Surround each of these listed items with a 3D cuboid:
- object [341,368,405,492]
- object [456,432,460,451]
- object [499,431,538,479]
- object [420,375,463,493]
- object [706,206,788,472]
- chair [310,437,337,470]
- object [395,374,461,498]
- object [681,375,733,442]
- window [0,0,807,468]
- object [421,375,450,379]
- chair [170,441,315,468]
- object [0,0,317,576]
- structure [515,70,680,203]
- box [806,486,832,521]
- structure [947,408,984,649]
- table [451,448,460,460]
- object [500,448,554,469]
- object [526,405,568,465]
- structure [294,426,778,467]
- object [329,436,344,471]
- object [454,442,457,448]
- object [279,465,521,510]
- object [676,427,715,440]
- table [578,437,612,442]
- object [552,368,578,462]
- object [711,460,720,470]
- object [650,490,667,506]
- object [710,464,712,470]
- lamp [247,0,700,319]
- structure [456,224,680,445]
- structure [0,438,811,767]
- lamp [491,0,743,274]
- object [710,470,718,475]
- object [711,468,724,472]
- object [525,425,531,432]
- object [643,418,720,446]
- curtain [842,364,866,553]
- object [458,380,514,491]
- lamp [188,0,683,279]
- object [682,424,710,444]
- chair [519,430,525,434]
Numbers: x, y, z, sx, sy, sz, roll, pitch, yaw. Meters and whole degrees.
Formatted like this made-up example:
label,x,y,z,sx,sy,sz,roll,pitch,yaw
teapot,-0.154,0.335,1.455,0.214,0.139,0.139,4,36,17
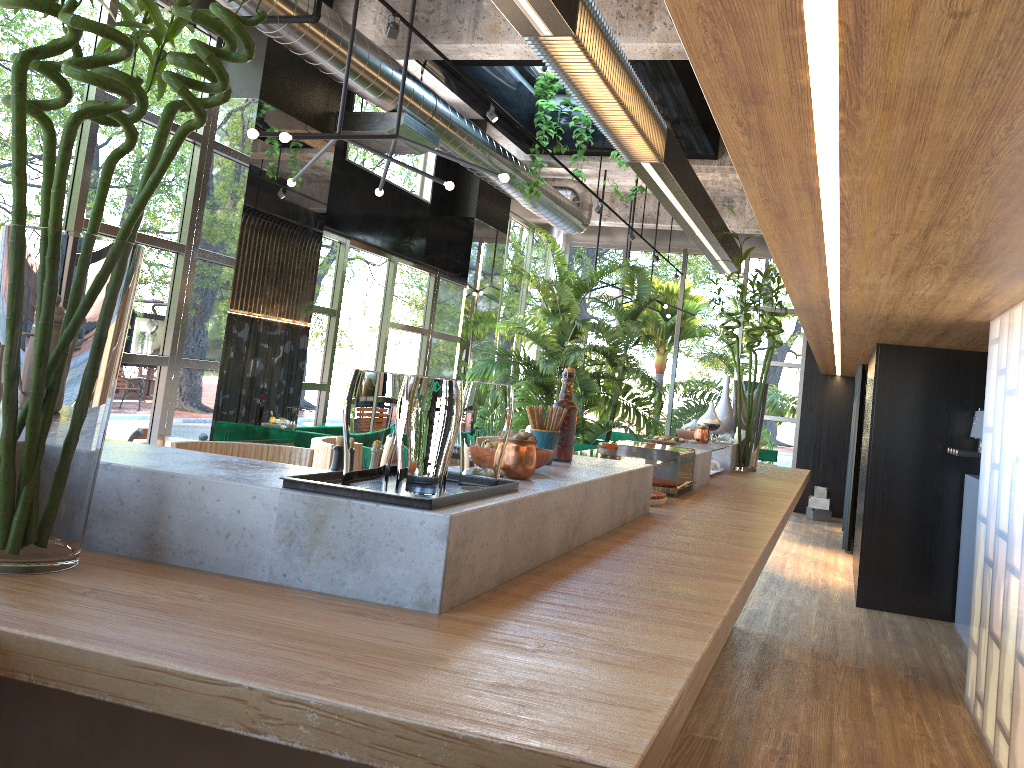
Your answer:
label,x,y,z,sx,sy,sz,roll,pitch,yaw
object,-0.243,0.082,1.537,0.109,0.210,0.101,8,-5,-27
object,-0.461,0.508,8.193,0.109,0.210,0.101,9,-5,-37
object,-0.017,0.155,1.999,0.159,0.107,0.087,7,-3,-26
object,-0.149,0.092,1.624,0.109,0.210,0.101,9,-5,-37
object,1.401,-0.270,5.221,0.607,1.559,0.644,9,-5,-33
chair,-0.567,0.724,3.483,0.563,0.975,0.528,8,-4,-21
object,-0.146,0.092,1.496,0.109,0.210,0.101,8,-5,-27
object,1.204,0.139,5.247,0.326,0.400,0.308,8,-3,-23
window,-1.058,-1.968,4.249,4.041,6.524,20.774,5,-1,21
object,-0.165,0.090,1.757,0.109,0.210,0.101,8,-5,-27
chair,-0.852,0.694,2.748,0.565,0.975,0.526,8,-4,-24
object,-0.645,-0.487,1.467,0.653,1.559,0.599,5,-5,24
structure,1.103,-2.585,9.314,1.469,1.525,2.075,9,-3,-42
box,4.240,1.644,12.233,0.328,0.445,0.282,6,-4,7
structure,3.283,0.961,6.093,0.536,1.604,0.855,5,-4,19
table,-0.385,1.000,8.357,1.121,0.755,1.073,7,-2,-13
object,-0.001,0.174,2.213,0.186,0.073,0.234,6,-1,39
object,0.086,0.139,2.465,0.107,0.162,0.103,9,-4,-37
structure,-0.300,0.611,3.730,5.886,1.555,20.524,6,0,20
object,-0.335,0.220,1.891,0.067,0.216,0.170,2,-5,44
object,-0.560,0.538,8.504,0.232,0.139,0.232,6,-1,2
object,-0.184,0.184,1.628,0.266,0.019,0.446,6,0,19
object,1.037,0.283,5.020,0.186,0.073,0.234,6,-1,39
table,1.016,1.147,12.140,1.104,0.755,1.091,6,-2,-1
object,0.156,0.089,2.629,0.078,0.278,0.071,10,-6,-35
object,1.076,0.442,4.880,0.139,0.057,0.068,6,-2,36
object,0.398,0.388,3.129,0.311,0.037,0.285,6,0,-43
object,1.023,0.432,4.810,0.132,0.068,0.136,6,-1,19
lamp,0.288,-2.105,4.145,4.965,1.831,19.288,6,0,20
structure,0.744,-0.176,10.671,2.420,3.456,2.669,6,-3,4
structure,1.627,0.724,2.228,5.703,1.738,7.272,6,0,19
lamp,1.611,-1.815,2.700,4.884,2.142,6.844,6,0,13
object,0.923,0.449,4.571,0.238,0.017,0.249,6,0,19
object,1.019,0.459,4.819,0.239,0.017,0.248,6,0,17
object,0.068,0.253,2.962,0.077,0.233,0.071,10,-6,-38
object,0.842,0.232,4.417,0.204,0.135,0.825,5,0,26
curtain,4.262,0.829,11.076,0.119,2.069,3.340,5,-2,20
object,-0.055,0.102,1.732,0.109,0.210,0.101,8,-5,-27
lamp,0.895,-2.203,8.551,3.702,1.538,10.226,6,0,17
object,0.964,0.259,4.650,0.159,0.107,0.087,7,-3,-26
chair,0.264,0.811,5.763,0.527,0.975,0.564,4,-4,29
